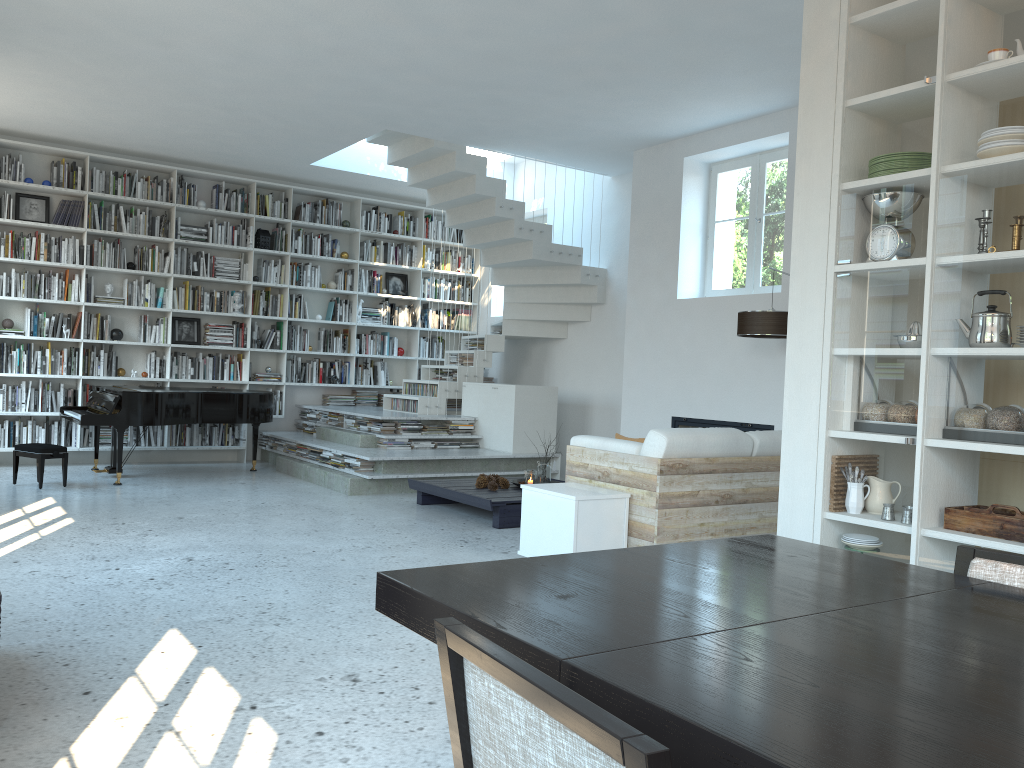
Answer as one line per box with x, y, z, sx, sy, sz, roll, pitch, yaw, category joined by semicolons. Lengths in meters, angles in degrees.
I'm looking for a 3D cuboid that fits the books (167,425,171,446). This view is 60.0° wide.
-3.706;0.535;9.526;0.026;0.256;0.183;2;1;-34;books

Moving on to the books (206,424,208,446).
-3.374;0.531;9.751;0.014;0.288;0.184;2;1;-34;books

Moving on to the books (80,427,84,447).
-4.412;0.537;9.072;0.025;0.198;0.160;2;1;-34;books

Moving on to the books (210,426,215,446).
-3.309;0.575;9.788;0.010;0.206;0.179;2;1;-34;books

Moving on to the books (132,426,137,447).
-3.991;0.551;9.341;0.029;0.202;0.178;2;1;-34;books

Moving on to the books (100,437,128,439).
-4.164;0.560;9.228;0.285;0.007;0.159;2;1;-39;books

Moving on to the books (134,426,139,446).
-3.973;0.534;9.367;0.028;0.238;0.136;2;1;-34;books

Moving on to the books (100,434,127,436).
-4.169;0.527;9.232;0.285;0.005;0.159;2;1;-36;books

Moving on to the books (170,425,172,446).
-3.689;0.513;9.537;0.014;0.301;0.184;2;1;-34;books

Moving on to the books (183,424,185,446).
-3.585;0.529;9.634;0.012;0.276;0.154;2;1;-34;books

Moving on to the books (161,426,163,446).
-3.768;0.541;9.518;0.021;0.237;0.115;2;1;-34;books

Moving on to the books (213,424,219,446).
-3.278;0.532;9.815;0.011;0.293;0.184;2;1;-34;books

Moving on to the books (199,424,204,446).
-3.417;0.531;9.726;0.013;0.285;0.184;2;1;-34;books

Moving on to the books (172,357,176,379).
-3.650;-0.176;9.527;0.027;0.234;0.167;2;1;-34;books

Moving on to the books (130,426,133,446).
-4.022;0.518;9.334;0.031;0.265;0.144;2;1;-34;books

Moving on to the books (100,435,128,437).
-4.170;0.539;9.237;0.285;0.007;0.159;2;1;-34;books

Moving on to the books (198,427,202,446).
-3.441;0.571;9.727;0.024;0.203;0.144;2;1;-34;books

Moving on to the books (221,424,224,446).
-3.227;0.522;9.841;0.013;0.317;0.186;2;1;-34;books

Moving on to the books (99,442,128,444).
-4.169;0.608;9.230;0.285;0.007;0.159;2;1;-38;books

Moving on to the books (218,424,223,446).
-3.250;0.554;9.822;0.044;0.251;0.186;2;1;-34;books

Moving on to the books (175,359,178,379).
-3.637;-0.163;9.552;0.024;0.208;0.170;2;1;-34;books

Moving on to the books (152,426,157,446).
-3.823;0.529;9.474;0.025;0.259;0.132;2;1;-34;books

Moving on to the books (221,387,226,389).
-3.191;0.186;9.792;0.015;0.293;0.169;2;1;-34;books

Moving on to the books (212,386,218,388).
-3.265;0.178;9.736;0.013;0.303;0.181;2;1;-34;books

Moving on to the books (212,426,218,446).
-3.295;0.573;9.803;0.029;0.210;0.170;2;1;-34;books

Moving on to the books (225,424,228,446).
-3.200;0.553;9.871;0.011;0.258;0.171;2;1;-34;books

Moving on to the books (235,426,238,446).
-3.111;0.576;9.929;0.029;0.218;0.190;2;1;-34;books

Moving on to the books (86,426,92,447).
-4.343;0.523;9.107;0.023;0.231;0.164;2;1;-34;books

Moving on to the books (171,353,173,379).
-3.671;-0.197;9.525;0.011;0.275;0.145;2;1;-34;books

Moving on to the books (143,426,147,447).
-3.899;0.540;9.401;0.011;0.232;0.174;2;1;-34;books

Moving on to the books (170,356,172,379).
-3.693;-0.182;9.520;0.029;0.244;0.154;2;1;-34;books

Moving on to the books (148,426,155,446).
-3.856;0.519;9.435;0.073;0.276;0.181;2;1;-34;books

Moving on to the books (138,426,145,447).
-3.930;0.528;9.382;0.062;0.253;0.177;2;1;-34;books

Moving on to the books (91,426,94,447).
-4.327;0.526;9.128;0.027;0.227;0.139;2;1;-34;books

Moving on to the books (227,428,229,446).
-3.193;0.586;9.890;0.024;0.191;0.155;2;1;-34;books

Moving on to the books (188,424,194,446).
-3.508;0.523;9.679;0.026;0.294;0.155;2;1;-34;books

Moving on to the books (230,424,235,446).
-3.131;0.556;9.922;0.013;0.256;0.176;2;1;-34;books

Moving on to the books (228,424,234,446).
-3.153;0.569;9.918;0.028;0.227;0.162;2;1;-34;books

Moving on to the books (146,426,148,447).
-3.884;0.519;9.400;0.012;0.275;0.180;2;1;-34;books

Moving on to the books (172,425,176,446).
-3.665;0.532;9.577;0.025;0.264;0.144;2;1;-34;books

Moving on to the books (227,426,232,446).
-3.168;0.580;9.894;0.022;0.205;0.191;2;1;-34;books

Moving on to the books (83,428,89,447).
-4.377;0.546;9.088;0.053;0.184;0.148;2;1;-34;books

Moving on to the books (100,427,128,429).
-4.160;0.457;9.226;0.285;0.005;0.159;2;1;-29;books

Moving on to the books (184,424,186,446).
-3.576;0.540;9.641;0.012;0.255;0.150;2;1;-34;books

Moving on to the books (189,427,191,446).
-3.540;0.570;9.673;0.030;0.197;0.143;2;1;-34;books

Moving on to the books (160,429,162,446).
-3.777;0.570;9.490;0.024;0.180;0.171;2;1;-34;books

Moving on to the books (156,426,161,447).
-3.785;0.530;9.462;0.024;0.260;0.189;2;1;-34;books

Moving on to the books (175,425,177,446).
-3.643;0.496;9.578;0.012;0.337;0.144;2;1;-34;books

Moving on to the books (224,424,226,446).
-3.225;0.561;9.873;0.028;0.239;0.140;2;1;-34;books

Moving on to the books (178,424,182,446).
-3.609;0.543;9.617;0.022;0.247;0.143;2;1;-34;books

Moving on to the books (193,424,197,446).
-3.488;0.553;9.697;0.030;0.235;0.138;2;1;-34;books

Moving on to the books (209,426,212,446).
-3.347;0.570;9.800;0.040;0.212;0.129;2;1;-34;books

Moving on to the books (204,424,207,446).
-3.384;0.507;9.741;0.014;0.336;0.182;2;1;-34;books

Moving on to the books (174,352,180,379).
-3.623;-0.203;9.579;0.027;0.290;0.140;2;1;-34;books

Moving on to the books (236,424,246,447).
-3.032;0.554;9.913;0.038;0.269;0.277;2;1;-34;books

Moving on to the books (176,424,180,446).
-3.625;0.510;9.592;0.034;0.311;0.170;2;1;-34;books

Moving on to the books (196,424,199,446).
-3.463;0.541;9.713;0.028;0.261;0.132;2;1;-34;books

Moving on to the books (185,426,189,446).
-3.547;0.566;9.632;0.028;0.206;0.174;2;1;-34;books

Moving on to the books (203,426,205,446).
-3.406;0.568;9.740;0.022;0.213;0.167;2;1;-34;books
